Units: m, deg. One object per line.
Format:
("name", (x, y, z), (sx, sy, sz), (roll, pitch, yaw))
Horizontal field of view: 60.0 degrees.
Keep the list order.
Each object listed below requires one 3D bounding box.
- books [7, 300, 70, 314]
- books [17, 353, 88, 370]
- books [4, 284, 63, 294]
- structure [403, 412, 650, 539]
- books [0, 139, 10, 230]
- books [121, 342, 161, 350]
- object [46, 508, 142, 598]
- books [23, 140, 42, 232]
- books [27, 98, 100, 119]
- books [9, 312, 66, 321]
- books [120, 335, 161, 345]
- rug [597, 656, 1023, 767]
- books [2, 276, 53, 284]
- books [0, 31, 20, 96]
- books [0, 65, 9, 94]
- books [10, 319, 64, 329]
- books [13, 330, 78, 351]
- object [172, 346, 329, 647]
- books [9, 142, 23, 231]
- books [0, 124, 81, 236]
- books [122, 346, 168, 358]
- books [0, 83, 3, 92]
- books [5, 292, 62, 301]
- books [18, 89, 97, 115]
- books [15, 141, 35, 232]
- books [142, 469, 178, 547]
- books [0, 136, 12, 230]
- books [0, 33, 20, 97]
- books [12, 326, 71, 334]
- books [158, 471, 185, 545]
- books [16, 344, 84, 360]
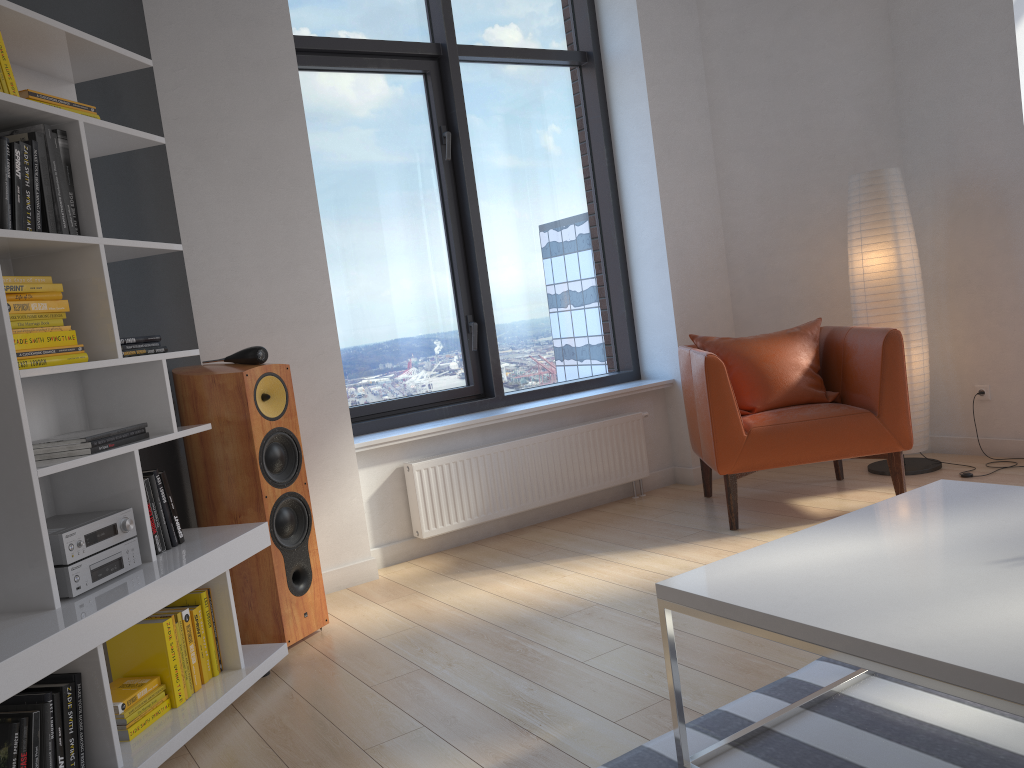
("books", (-1.363, -0.198, 2.407), (0.176, 0.033, 0.239), (-6, 5, 16))
("books", (-1.323, -0.051, 2.405), (0.194, 0.028, 0.257), (-6, 5, 18))
("books", (-1.368, -0.249, 2.404), (0.163, 0.023, 0.223), (-6, 5, 17))
("structure", (0.151, 0.483, 4.522), (1.474, 0.460, 0.110), (-10, 5, -32))
("books", (-1.365, -0.494, 2.272), (0.172, 0.242, 0.069), (-7, 4, 14))
("books", (-1.209, -0.110, 2.749), (0.142, 0.015, 0.198), (-7, 4, 11))
("object", (-1.227, 0.469, 2.443), (0.270, 0.174, 0.285), (-7, 4, 13))
("books", (-1.365, -0.514, 2.394), (0.197, 0.260, 0.066), (-7, 4, 13))
("books", (-1.357, -0.765, 2.551), (0.194, 0.028, 0.257), (-6, 5, 18))
("books", (-1.364, -0.171, 2.399), (0.171, 0.019, 0.239), (-7, 4, 13))
("books", (-1.225, -0.127, 2.753), (0.161, 0.023, 0.213), (-6, 5, 16))
("rug", (0.990, 0.821, 1.591), (2.326, 0.016, 1.662), (-10, 5, -32))
("books", (-1.395, -0.269, 2.398), (0.163, 0.023, 0.223), (-6, 5, 17))
("books", (-1.381, -0.825, 2.333), (0.142, 0.184, 0.044), (-7, 4, 14))
("books", (-1.367, -0.810, 2.284), (0.108, 0.161, 0.046), (-7, 4, 12))
("books", (-1.347, -0.152, 2.385), (0.145, 0.023, 0.217), (-6, 5, 17))
("books", (-1.344, -0.108, 2.401), (0.189, 0.042, 0.243), (-7, 4, 13))
("object", (-0.996, 0.417, 3.280), (0.434, 1.088, 0.290), (-5, 5, 28))
("books", (-1.367, -0.500, 2.322), (0.179, 0.243, 0.071), (-7, 4, 12))
("books", (-1.375, -0.546, 2.493), (0.259, 0.321, 0.128), (-7, 4, 13))
("books", (-1.203, -0.091, 2.751), (0.161, 0.023, 0.213), (-6, 5, 16))
("books", (-1.383, -0.816, 2.268), (0.128, 0.178, 0.044), (-7, 4, 13))
("books", (-1.370, -0.225, 2.399), (0.160, 0.022, 0.227), (-5, 5, 29))
("books", (-1.369, -0.789, 2.548), (0.203, 0.024, 0.257), (-6, 5, 16))
("books", (-1.371, -0.506, 2.361), (0.191, 0.249, 0.084), (-7, 4, 13))
("books", (-1.161, 0.396, 2.769), (0.193, 0.255, 0.066), (-7, 4, 12))
("books", (-1.386, -0.501, 2.299), (0.192, 0.254, 0.075), (-7, 4, 12))
("books", (-1.377, -0.823, 2.309), (0.141, 0.184, 0.064), (-7, 4, 14))
("books", (-1.362, -0.134, 2.400), (0.189, 0.014, 0.251), (-6, 5, 16))
("books", (-1.147, 0.398, 2.797), (0.177, 0.242, 0.066), (-7, 4, 13))
("books", (-1.335, -0.075, 2.402), (0.203, 0.024, 0.257), (-6, 5, 16))
